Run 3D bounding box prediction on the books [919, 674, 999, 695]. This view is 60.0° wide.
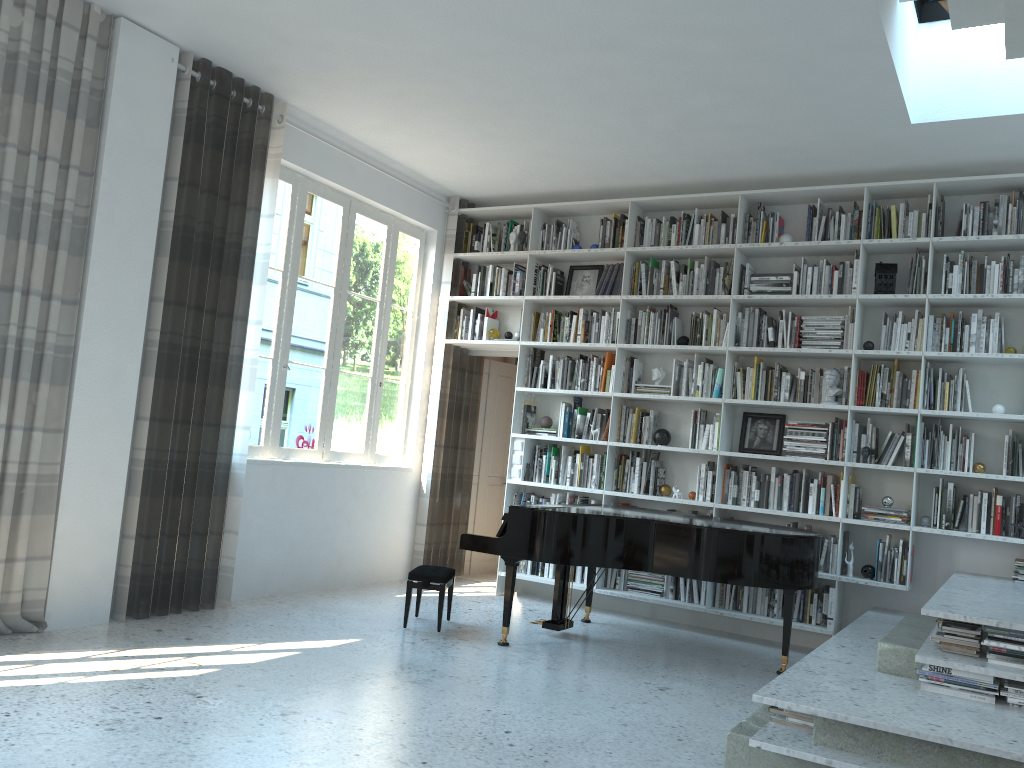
[{"bbox_3d":[1.812,1.214,3.600,0.285,0.008,0.159,3,-5,28],"label":"books"}]

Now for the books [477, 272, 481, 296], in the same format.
[{"bbox_3d":[-0.236,-0.819,7.533,0.022,0.228,0.172,3,-4,30],"label":"books"}]

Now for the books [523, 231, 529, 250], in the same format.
[{"bbox_3d":[0.140,-1.152,7.373,0.023,0.204,0.146,3,-4,30],"label":"books"}]

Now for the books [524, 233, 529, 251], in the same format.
[{"bbox_3d":[0.160,-1.141,7.357,0.028,0.184,0.168,3,-4,30],"label":"books"}]

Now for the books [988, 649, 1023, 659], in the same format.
[{"bbox_3d":[2.056,1.093,3.599,0.215,0.013,0.189,3,-5,29],"label":"books"}]

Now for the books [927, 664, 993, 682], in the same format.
[{"bbox_3d":[1.816,1.158,3.600,0.233,0.025,0.157,4,-5,25],"label":"books"}]

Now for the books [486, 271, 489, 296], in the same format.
[{"bbox_3d":[-0.164,-0.819,7.511,0.024,0.239,0.156,3,-4,30],"label":"books"}]

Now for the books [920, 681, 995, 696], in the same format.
[{"bbox_3d":[1.812,1.221,3.599,0.264,0.006,0.165,3,-5,31],"label":"books"}]

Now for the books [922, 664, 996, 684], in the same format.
[{"bbox_3d":[1.821,1.177,3.610,0.257,0.010,0.132,3,-5,34],"label":"books"}]

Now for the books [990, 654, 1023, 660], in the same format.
[{"bbox_3d":[2.066,1.108,3.618,0.207,0.012,0.131,3,-5,26],"label":"books"}]

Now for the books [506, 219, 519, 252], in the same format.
[{"bbox_3d":[0.000,-1.214,7.465,0.029,0.314,0.129,3,-4,30],"label":"books"}]

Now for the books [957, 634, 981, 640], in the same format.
[{"bbox_3d":[1.953,1.065,3.790,0.090,0.011,0.190,3,-5,28],"label":"books"}]

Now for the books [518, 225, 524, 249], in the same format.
[{"bbox_3d":[0.106,-1.182,7.387,0.027,0.259,0.147,3,-4,30],"label":"books"}]

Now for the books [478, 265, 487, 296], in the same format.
[{"bbox_3d":[-0.216,-0.845,7.519,0.023,0.282,0.186,3,-4,30],"label":"books"}]

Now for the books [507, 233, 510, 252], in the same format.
[{"bbox_3d":[0.011,-1.151,7.439,0.024,0.187,0.159,3,-4,30],"label":"books"}]

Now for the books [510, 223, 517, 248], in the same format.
[{"bbox_3d":[0.035,-1.193,7.438,0.013,0.275,0.158,3,-4,30],"label":"books"}]

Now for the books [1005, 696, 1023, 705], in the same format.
[{"bbox_3d":[2.052,1.235,3.448,0.232,0.019,0.170,4,-5,25],"label":"books"}]

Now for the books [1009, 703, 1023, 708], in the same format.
[{"bbox_3d":[2.057,1.253,3.460,0.208,0.015,0.153,3,-5,28],"label":"books"}]

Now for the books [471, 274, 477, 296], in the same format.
[{"bbox_3d":[-0.286,-0.815,7.575,0.034,0.217,0.166,3,-4,30],"label":"books"}]

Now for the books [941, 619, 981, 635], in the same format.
[{"bbox_3d":[1.929,1.043,3.806,0.149,0.014,0.228,3,-5,28],"label":"books"}]

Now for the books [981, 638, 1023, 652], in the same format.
[{"bbox_3d":[2.065,1.072,3.611,0.260,0.009,0.153,3,-5,33],"label":"books"}]

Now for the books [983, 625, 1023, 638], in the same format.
[{"bbox_3d":[2.078,1.020,3.629,0.261,0.016,0.129,3,-5,29],"label":"books"}]

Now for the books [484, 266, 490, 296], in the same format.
[{"bbox_3d":[-0.183,-0.844,7.526,0.028,0.288,0.133,3,-4,30],"label":"books"}]

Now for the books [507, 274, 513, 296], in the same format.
[{"bbox_3d":[0.014,-0.796,7.407,0.028,0.212,0.138,3,-4,30],"label":"books"}]

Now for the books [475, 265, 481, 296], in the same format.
[{"bbox_3d":[-0.261,-0.853,7.568,0.011,0.296,0.162,3,-4,30],"label":"books"}]

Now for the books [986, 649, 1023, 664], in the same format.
[{"bbox_3d":[2.063,1.120,3.613,0.227,0.013,0.148,3,-5,28],"label":"books"}]

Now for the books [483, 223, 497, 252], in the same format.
[{"bbox_3d":[-0.172,-1.209,7.546,0.028,0.283,0.189,3,-4,30],"label":"books"}]

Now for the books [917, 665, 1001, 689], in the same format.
[{"bbox_3d":[1.814,1.187,3.599,0.292,0.012,0.159,3,-5,33],"label":"books"}]

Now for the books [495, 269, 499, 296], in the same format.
[{"bbox_3d":[-0.085,-0.821,7.448,0.012,0.249,0.192,3,-4,30],"label":"books"}]

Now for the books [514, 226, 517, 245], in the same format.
[{"bbox_3d":[0.061,-1.177,7.405,0.025,0.243,0.168,3,-4,30],"label":"books"}]

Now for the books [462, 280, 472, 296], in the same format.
[{"bbox_3d":[-0.350,-0.797,7.622,0.121,0.175,0.129,3,-4,30],"label":"books"}]

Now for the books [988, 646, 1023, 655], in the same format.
[{"bbox_3d":[2.062,1.082,3.608,0.210,0.012,0.168,3,-5,31],"label":"books"}]

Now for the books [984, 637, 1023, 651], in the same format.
[{"bbox_3d":[2.055,1.058,3.594,0.230,0.015,0.190,3,-5,35],"label":"books"}]

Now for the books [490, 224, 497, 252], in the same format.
[{"bbox_3d":[-0.127,-1.198,7.501,0.057,0.262,0.191,3,-4,30],"label":"books"}]

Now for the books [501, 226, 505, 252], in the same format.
[{"bbox_3d":[-0.039,-1.187,7.488,0.030,0.257,0.130,3,-4,30],"label":"books"}]

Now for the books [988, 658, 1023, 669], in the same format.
[{"bbox_3d":[2.054,1.132,3.600,0.216,0.015,0.178,3,-5,28],"label":"books"}]

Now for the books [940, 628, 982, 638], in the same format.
[{"bbox_3d":[1.931,1.054,3.804,0.132,0.009,0.269,3,-5,34],"label":"books"}]

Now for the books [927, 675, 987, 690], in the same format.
[{"bbox_3d":[1.810,1.199,3.595,0.210,0.012,0.168,3,-5,34],"label":"books"}]

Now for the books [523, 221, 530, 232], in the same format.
[{"bbox_3d":[0.131,-1.196,7.389,0.013,0.291,0.154,3,-4,30],"label":"books"}]

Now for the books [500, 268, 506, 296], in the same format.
[{"bbox_3d":[-0.041,-0.825,7.422,0.025,0.261,0.167,3,-4,30],"label":"books"}]

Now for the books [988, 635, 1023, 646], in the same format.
[{"bbox_3d":[2.069,1.044,3.617,0.220,0.018,0.154,3,-5,31],"label":"books"}]

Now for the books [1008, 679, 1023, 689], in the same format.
[{"bbox_3d":[2.066,1.186,3.467,0.220,0.013,0.149,3,-5,29],"label":"books"}]

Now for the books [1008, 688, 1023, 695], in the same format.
[{"bbox_3d":[2.066,1.207,3.469,0.210,0.018,0.134,3,-5,33],"label":"books"}]

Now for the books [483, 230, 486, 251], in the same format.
[{"bbox_3d":[-0.192,-1.181,7.566,0.024,0.227,0.157,3,-4,30],"label":"books"}]

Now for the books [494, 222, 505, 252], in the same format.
[{"bbox_3d":[-0.077,-1.204,7.491,0.039,0.282,0.182,3,-4,30],"label":"books"}]

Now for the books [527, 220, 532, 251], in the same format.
[{"bbox_3d":[0.186,-1.191,7.347,0.022,0.286,0.175,3,-4,30],"label":"books"}]

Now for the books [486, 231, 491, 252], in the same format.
[{"bbox_3d":[-0.156,-1.171,7.521,0.030,0.206,0.176,3,-4,30],"label":"books"}]

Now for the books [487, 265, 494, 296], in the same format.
[{"bbox_3d":[-0.146,-0.844,7.474,0.021,0.285,0.179,3,-4,30],"label":"books"}]

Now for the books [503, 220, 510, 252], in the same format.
[{"bbox_3d":[-0.024,-1.211,7.466,0.014,0.304,0.146,3,-4,30],"label":"books"}]

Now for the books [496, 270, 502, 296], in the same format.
[{"bbox_3d":[-0.071,-0.818,7.440,0.021,0.244,0.174,3,-4,30],"label":"books"}]

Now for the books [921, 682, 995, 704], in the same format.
[{"bbox_3d":[1.800,1.233,3.581,0.262,0.023,0.200,3,-5,28],"label":"books"}]

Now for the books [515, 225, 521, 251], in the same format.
[{"bbox_3d":[0.086,-1.180,7.402,0.021,0.253,0.179,3,-4,30],"label":"books"}]

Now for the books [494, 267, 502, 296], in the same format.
[{"bbox_3d":[-0.094,-0.831,7.456,0.013,0.268,0.162,3,-4,30],"label":"books"}]

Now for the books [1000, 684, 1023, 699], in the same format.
[{"bbox_3d":[2.058,1.221,3.458,0.272,0.012,0.158,3,-5,28],"label":"books"}]

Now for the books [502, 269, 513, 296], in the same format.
[{"bbox_3d":[-0.018,-0.819,7.407,0.030,0.250,0.166,3,-4,30],"label":"books"}]

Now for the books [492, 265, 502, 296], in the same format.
[{"bbox_3d":[-0.111,-0.843,7.476,0.037,0.291,0.155,3,-4,30],"label":"books"}]

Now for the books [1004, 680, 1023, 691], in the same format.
[{"bbox_3d":[2.064,1.195,3.465,0.242,0.005,0.153,3,-5,31],"label":"books"}]

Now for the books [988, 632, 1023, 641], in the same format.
[{"bbox_3d":[2.067,1.030,3.611,0.228,0.009,0.159,3,-5,26],"label":"books"}]
